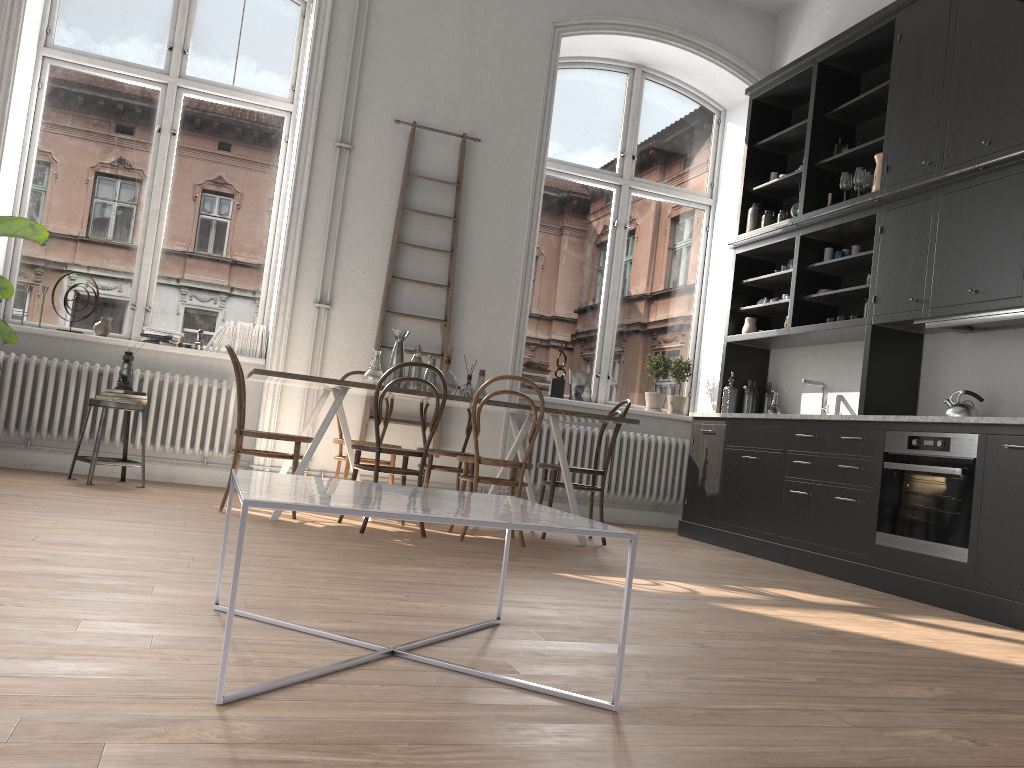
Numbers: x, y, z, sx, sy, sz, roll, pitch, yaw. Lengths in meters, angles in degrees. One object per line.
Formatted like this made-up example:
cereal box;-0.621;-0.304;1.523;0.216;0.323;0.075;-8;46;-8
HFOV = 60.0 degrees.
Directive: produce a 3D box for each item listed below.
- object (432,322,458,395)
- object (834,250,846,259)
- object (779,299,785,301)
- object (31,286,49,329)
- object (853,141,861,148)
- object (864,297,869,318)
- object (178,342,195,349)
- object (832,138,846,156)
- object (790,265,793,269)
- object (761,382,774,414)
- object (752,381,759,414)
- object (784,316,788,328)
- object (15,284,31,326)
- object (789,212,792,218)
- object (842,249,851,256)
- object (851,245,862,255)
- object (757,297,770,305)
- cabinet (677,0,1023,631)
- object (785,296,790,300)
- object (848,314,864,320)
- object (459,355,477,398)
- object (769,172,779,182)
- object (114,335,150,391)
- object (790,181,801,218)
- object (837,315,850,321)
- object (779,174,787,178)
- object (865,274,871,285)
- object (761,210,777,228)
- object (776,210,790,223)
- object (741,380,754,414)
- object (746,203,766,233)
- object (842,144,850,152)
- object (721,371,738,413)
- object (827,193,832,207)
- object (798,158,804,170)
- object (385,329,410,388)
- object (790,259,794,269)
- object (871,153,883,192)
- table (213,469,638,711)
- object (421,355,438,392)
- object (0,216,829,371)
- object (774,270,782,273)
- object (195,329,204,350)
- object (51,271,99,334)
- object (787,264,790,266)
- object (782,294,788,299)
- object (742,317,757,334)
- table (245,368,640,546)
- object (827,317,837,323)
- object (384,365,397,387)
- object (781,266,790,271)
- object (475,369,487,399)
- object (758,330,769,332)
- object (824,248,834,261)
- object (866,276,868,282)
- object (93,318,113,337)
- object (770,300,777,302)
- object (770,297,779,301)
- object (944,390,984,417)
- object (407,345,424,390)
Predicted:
object;-0.387;-0.140;5.368;0.157;0.446;0.157;7;-3;-1
object;2.239;-0.856;6.069;0.082;0.093;0.140;4;-4;36
object;2.021;-0.612;6.562;0.085;0.016;0.085;5;-4;22
object;-3.173;-0.516;5.990;0.095;0.288;0.095;7;-3;4
object;2.421;-1.607;6.204;0.065;0.177;0.084;7;-3;3
object;2.290;-0.483;5.591;0.124;0.191;0.129;6;-3;9
object;-2.319;-0.273;6.316;0.088;0.048;0.153;5;-4;21
object;2.299;-1.631;6.227;0.084;0.199;0.065;7;-3;3
object;2.056;-0.831;6.440;0.071;0.047;0.072;6;-4;19
object;1.969;0.137;6.826;0.086;0.301;0.086;5;-4;27
object;1.875;0.131;6.906;0.086;0.301;0.086;7;-3;-4
object;1.989;-0.436;6.351;0.069;0.123;0.173;6;-4;14
object;-3.302;-0.531;6.007;0.095;0.288;0.095;6;-3;13
object;2.126;-1.223;6.805;0.092;0.184;0.092;4;-4;37
object;2.305;-0.864;6.158;0.082;0.135;0.059;6;-3;9
object;2.344;-0.869;6.024;0.059;0.135;0.082;9;-4;-36
object;1.958;-0.622;6.868;0.140;0.100;0.125;9;-4;-37
cabinet;2.283;-0.608;5.485;0.635;3.581;3.251;8;-4;-19
object;2.021;-0.616;6.498;0.049;0.054;0.039;6;-3;7
object;2.220;-0.418;5.700;0.104;0.059;0.088;7;-4;-10
object;-0.263;-0.035;5.492;0.107;0.283;0.107;8;-4;-24
object;2.051;-1.582;6.951;0.059;0.135;0.082;6;-3;9
object;-2.449;-0.147;5.718;0.154;0.383;0.163;4;-5;45
object;2.080;-1.349;6.363;0.134;0.357;0.134;5;-4;26
object;2.167;-0.419;5.788;0.088;0.059;0.104;10;-5;-40
object;2.106;-1.562;6.855;0.096;0.095;0.096;6;-4;15
object;2.296;-0.656;5.690;0.058;0.094;0.058;6;-4;21
object;1.960;-1.236;6.761;0.114;0.155;0.114;8;-4;-15
object;2.044;-1.228;6.682;0.097;0.150;0.096;9;-4;-30
object;1.810;0.117;6.801;0.086;0.301;0.086;9;-4;-33
object;1.900;-1.276;6.892;0.118;0.238;0.118;9;-4;-33
object;2.313;-1.597;6.137;0.053;0.125;0.041;4;-4;38
object;1.681;0.076;6.825;0.109;0.349;0.109;9;-4;-37
object;2.203;-1.249;6.153;0.123;0.161;0.123;7;-3;-10
object;2.184;-1.636;6.541;0.132;0.219;0.132;10;-5;-44
object;-0.708;-0.140;5.470;0.116;0.382;0.116;7;-3;-7
object;2.064;-0.856;6.511;0.060;0.107;0.060;6;-3;9
object;2.334;-1.322;5.619;0.094;0.267;0.116;5;-4;23
table;-0.278;0.480;2.229;0.849;0.392;0.849;8;-4;-19
object;-0.504;-0.049;5.497;0.098;0.255;0.100;10;-4;-42
object;-0.752;-0.077;5.742;5.828;1.841;0.792;8;-3;-13
object;2.004;-0.823;6.655;0.071;0.047;0.072;6;-4;19
object;-2.214;-0.314;6.294;0.088;0.153;0.048;4;-4;41
object;-2.993;-0.558;6.073;0.347;0.425;0.087;6;-3;14
object;2.088;-0.844;6.651;0.060;0.107;0.060;4;-4;39
object;2.023;-0.636;6.568;0.039;0.055;0.049;7;-3;2
object;1.840;-0.432;6.841;0.127;0.144;0.115;10;-4;-40
table;-0.503;0.464;5.366;2.201;0.779;1.100;8;-4;-19
object;2.138;-0.415;5.897;0.088;0.059;0.104;9;-4;-30
object;-0.724;-0.036;5.344;0.083;0.158;0.083;8;-4;-23
object;2.027;-0.836;6.575;0.064;0.069;0.064;5;-4;29
object;-0.198;0.015;5.593;0.101;0.211;0.101;6;-4;21
object;1.950;-0.372;6.711;0.180;0.037;0.180;9;-4;-34
object;2.209;-0.874;6.182;0.059;0.135;0.082;4;-4;39
object;2.317;-0.649;5.759;0.058;0.094;0.058;6;-4;21
object;-2.828;-0.393;6.123;0.100;0.142;0.102;10;-5;-44
object;1.980;-0.615;6.710;0.058;0.033;0.055;10;-5;-44
object;1.983;-0.634;6.711;0.055;0.047;0.058;7;-4;-4
object;2.484;0.124;4.890;0.171;0.186;0.171;7;-3;-8
object;-0.585;-0.089;5.393;0.086;0.301;0.086;9;-4;-33
